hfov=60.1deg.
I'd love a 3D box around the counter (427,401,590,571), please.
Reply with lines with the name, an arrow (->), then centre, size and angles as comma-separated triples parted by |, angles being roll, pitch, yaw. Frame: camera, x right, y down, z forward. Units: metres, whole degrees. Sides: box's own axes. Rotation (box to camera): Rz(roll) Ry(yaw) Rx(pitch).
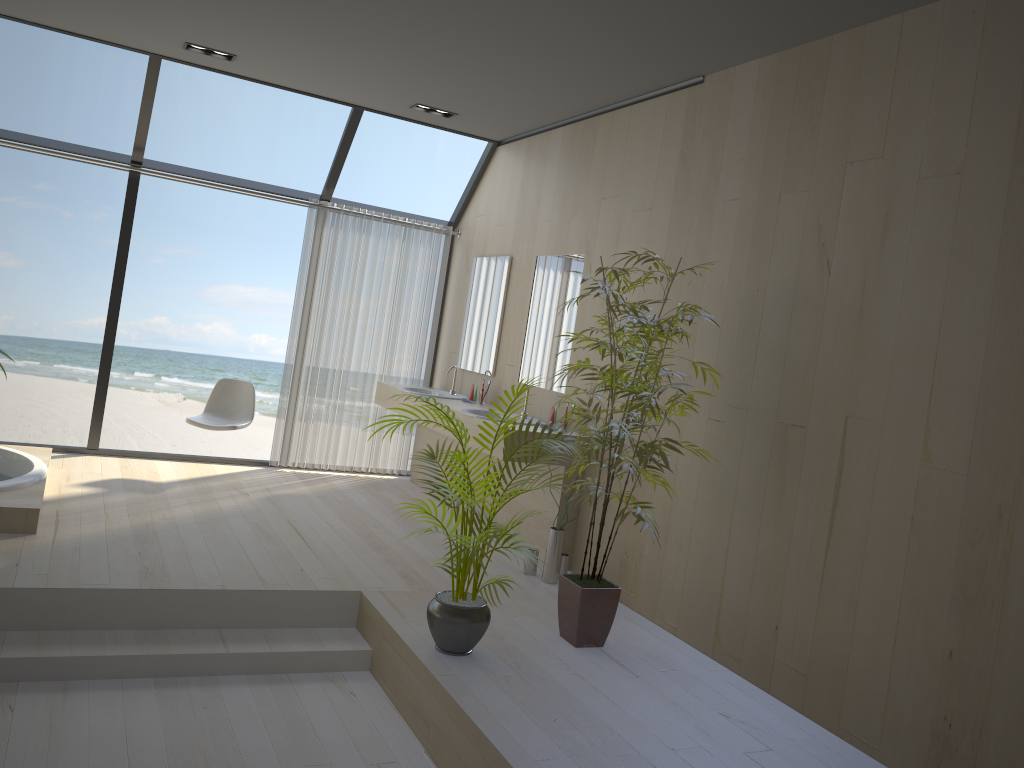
counter -> -0.100, 0.601, 5.506 | 0.548, 0.790, 1.210 | 8, 2, -26

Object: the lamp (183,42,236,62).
lamp -> -1.873, -2.115, 5.506 | 0.300, 0.112, 0.164 | 7, 2, -26

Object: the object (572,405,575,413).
object -> 0.334, 0.195, 5.163 | 0.054, 0.175, 0.012 | 9, 0, -1

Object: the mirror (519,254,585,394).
mirror -> 0.259, -0.402, 5.709 | 0.023, 0.868, 0.656 | 9, 1, -26

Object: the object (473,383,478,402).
object -> -0.266, 0.063, 6.420 | 0.039, 0.135, 0.038 | 8, 0, 23

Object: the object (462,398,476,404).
object -> -0.303, 0.118, 6.228 | 0.105, 0.029, 0.032 | 9, 2, 14

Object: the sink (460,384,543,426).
sink -> -0.066, 0.190, 5.458 | 0.502, 0.419, 0.576 | 8, 2, -23

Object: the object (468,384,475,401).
object -> -0.286, 0.066, 6.308 | 0.039, 0.135, 0.038 | 8, 0, 23

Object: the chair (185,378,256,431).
chair -> -2.038, 0.149, 6.268 | 0.369, 0.347, 0.454 | 9, 2, 2

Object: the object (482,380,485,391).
object -> -0.208, 0.057, 6.220 | 0.012, 0.178, 0.050 | 8, 0, 13

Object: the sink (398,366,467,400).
sink -> -0.586, 0.055, 6.544 | 0.502, 0.419, 0.576 | 8, 2, -23

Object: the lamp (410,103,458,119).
lamp -> -0.537, -1.950, 6.159 | 0.300, 0.112, 0.164 | 7, 2, -26

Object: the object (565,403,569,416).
object -> 0.312, 0.192, 5.134 | 0.012, 0.178, 0.050 | 8, 0, 13

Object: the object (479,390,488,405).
object -> -0.208, 0.099, 6.249 | 0.058, 0.100, 0.058 | 8, 0, -19

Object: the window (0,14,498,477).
window -> -2.489, -0.833, 6.162 | 4.545, 2.814, 0.747 | 8, 0, -26

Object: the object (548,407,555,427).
object -> 0.235, 0.201, 5.222 | 0.039, 0.135, 0.039 | 8, 0, 15

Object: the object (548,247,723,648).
object -> 0.495, 0.277, 3.907 | 0.787, 1.757, 0.936 | 9, 0, -1

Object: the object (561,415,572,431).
object -> 0.313, 0.234, 5.163 | 0.058, 0.100, 0.059 | 8, 0, -16

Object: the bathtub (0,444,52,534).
bathtub -> -3.443, 0.477, 4.599 | 1.815, 0.698, 1.654 | 7, 3, -26

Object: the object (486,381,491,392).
object -> -0.186, 0.060, 6.249 | 0.054, 0.175, 0.012 | 9, 0, -1

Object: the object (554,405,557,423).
object -> 0.254, 0.198, 5.334 | 0.039, 0.135, 0.039 | 8, 0, 15

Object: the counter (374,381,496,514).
counter -> -0.620, 0.466, 6.592 | 0.548, 0.790, 1.210 | 8, 2, -26

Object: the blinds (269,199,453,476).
blinds -> -1.182, -0.337, 7.038 | 1.178, 2.071, 0.084 | 8, 0, -26

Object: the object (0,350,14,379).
object -> -2.138, 0.148, 2.683 | 1.061, 1.346, 0.877 | 8, 1, -37

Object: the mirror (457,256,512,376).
mirror -> -0.213, -0.521, 6.630 | 0.023, 0.868, 0.656 | 9, 1, -26

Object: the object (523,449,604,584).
object -> 0.318, 0.713, 4.892 | 0.405, 0.749, 0.275 | 8, 0, -38

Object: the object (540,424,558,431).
object -> 0.217, 0.253, 5.142 | 0.105, 0.029, 0.032 | 9, 2, 14

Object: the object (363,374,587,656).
object -> -0.195, 0.483, 3.542 | 0.917, 1.157, 0.750 | 9, 1, 8
